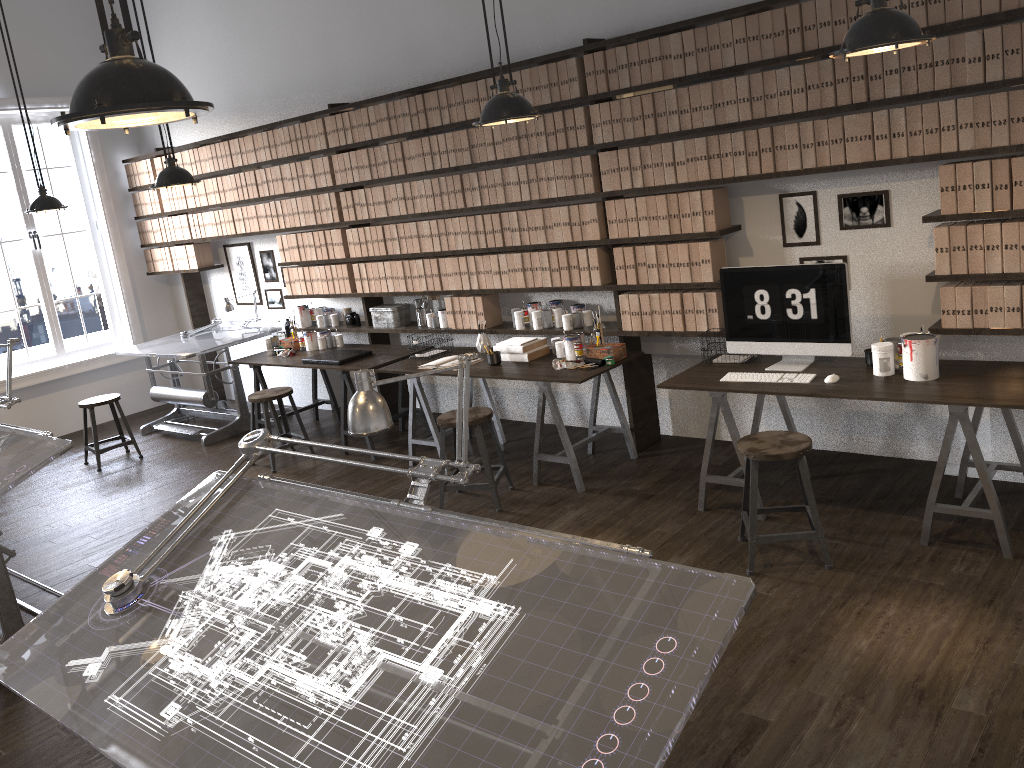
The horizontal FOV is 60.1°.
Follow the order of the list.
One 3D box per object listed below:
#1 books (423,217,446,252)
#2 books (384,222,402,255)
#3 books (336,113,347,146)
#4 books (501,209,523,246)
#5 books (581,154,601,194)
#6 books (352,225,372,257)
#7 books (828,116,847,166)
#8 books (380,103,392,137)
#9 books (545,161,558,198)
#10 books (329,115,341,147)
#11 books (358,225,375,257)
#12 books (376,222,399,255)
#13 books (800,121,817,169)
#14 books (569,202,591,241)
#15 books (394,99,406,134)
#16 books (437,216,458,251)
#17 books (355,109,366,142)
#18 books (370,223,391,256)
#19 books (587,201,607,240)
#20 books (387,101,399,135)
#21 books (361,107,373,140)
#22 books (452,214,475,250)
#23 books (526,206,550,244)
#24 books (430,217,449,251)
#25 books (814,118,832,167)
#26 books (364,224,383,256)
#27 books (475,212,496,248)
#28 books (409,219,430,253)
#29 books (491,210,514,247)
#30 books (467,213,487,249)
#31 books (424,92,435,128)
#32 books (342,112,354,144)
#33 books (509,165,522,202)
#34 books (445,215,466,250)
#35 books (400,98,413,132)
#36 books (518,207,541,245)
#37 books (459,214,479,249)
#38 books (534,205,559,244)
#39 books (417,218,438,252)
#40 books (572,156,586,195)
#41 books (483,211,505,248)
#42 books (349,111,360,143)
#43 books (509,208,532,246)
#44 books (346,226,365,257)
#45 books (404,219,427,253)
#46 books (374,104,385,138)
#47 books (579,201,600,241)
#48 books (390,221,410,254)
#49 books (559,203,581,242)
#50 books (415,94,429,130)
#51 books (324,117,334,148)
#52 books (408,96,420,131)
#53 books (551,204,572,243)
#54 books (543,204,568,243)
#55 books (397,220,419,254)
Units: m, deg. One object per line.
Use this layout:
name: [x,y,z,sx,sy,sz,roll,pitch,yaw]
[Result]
books: [-0.523,-1.036,6.177,0.067,0.223,0.176,1,15,41]
books: [-0.832,-1.056,6.446,0.067,0.223,0.176,1,15,41]
books: [-1.187,-1.868,6.490,0.067,0.223,0.176,1,15,41]
books: [0.022,-1.004,5.714,0.067,0.223,0.176,1,15,41]
books: [0.498,-1.239,5.221,0.067,0.223,0.176,1,15,41]
books: [-1.102,-1.071,6.669,0.067,0.223,0.176,1,15,41]
books: [1.599,-1.177,4.276,0.067,0.223,0.176,1,15,41]
books: [-0.819,-1.845,6.175,0.067,0.224,0.176,1,15,41]
books: [0.290,-1.251,5.396,0.067,0.223,0.176,1,15,41]
books: [-1.242,-1.871,6.537,0.067,0.224,0.176,1,15,41]
books: [-1.048,-1.067,6.622,0.067,0.224,0.176,1,15,41]
books: [-0.893,-1.058,6.491,0.067,0.224,0.176,1,15,41]
books: [1.491,-1.183,4.365,0.067,0.223,0.176,1,15,41]
books: [0.436,-0.978,5.358,0.067,0.223,0.176,1,15,41]
books: [-0.711,-1.841,6.090,0.067,0.223,0.176,1,15,41]
books: [-0.413,-1.030,6.086,0.067,0.223,0.176,1,15,41]
books: [-1.023,-1.859,6.356,0.067,0.223,0.176,1,15,41]
books: [-0.945,-1.063,6.544,0.067,0.223,0.176,1,15,41]
books: [0.536,-0.970,5.266,0.067,0.224,0.176,1,15,41]
books: [-0.764,-1.844,6.136,0.067,0.223,0.176,1,15,41]
books: [-0.972,-1.855,6.308,0.067,0.224,0.176,1,15,41]
books: [-0.309,-1.023,5.994,0.067,0.223,0.176,1,15,41]
books: [0.183,-0.994,5.575,0.067,0.223,0.176,1,15,41]
books: [-0.469,-1.032,6.129,0.067,0.224,0.176,1,15,41]
books: [1.547,-1.181,4.323,0.067,0.223,0.176,1,15,41]
books: [-0.997,-1.066,6.584,0.067,0.223,0.176,1,15,41]
books: [-0.150,-1.014,5.859,0.067,0.223,0.176,1,15,41]
books: [-0.624,-1.041,6.259,0.067,0.224,0.176,1,15,41]
books: [-0.038,-1.006,5.759,0.067,0.224,0.176,1,15,41]
books: [-0.201,-1.015,5.897,0.067,0.224,0.176,1,15,41]
books: [-0.489,-1.827,5.901,0.067,0.223,0.176,1,15,41]
books: [-1.130,-1.865,6.446,0.067,0.223,0.176,1,15,41]
books: [0.076,-1.264,5.580,0.067,0.223,0.176,1,15,41]
books: [-0.359,-1.027,6.042,0.067,0.223,0.176,1,15,41]
books: [-0.659,-1.836,6.041,0.067,0.223,0.176,1,15,41]
books: [0.130,-0.997,5.622,0.067,0.223,0.176,1,15,41]
books: [-0.256,-1.019,5.944,0.067,0.223,0.176,1,15,41]
books: [0.231,-0.989,5.527,0.067,0.224,0.176,1,15,41]
books: [-0.570,-1.040,6.219,0.067,0.223,0.176,1,15,41]
books: [0.444,-1.242,5.266,0.067,0.223,0.176,1,15,41]
books: [-0.091,-1.011,5.811,0.067,0.223,0.176,1,15,41]
books: [-1.075,-1.863,6.403,0.067,0.223,0.176,1,15,41]
books: [0.073,-0.999,5.665,0.067,0.223,0.176,1,15,41]
books: [-1.155,-1.075,6.719,0.067,0.223,0.176,1,15,41]
books: [-0.671,-1.046,6.308,0.067,0.223,0.176,1,15,41]
books: [-0.867,-1.850,6.222,0.067,0.223,0.176,1,15,41]
books: [0.491,-0.975,5.314,0.067,0.223,0.176,1,15,41]
books: [-0.781,-1.052,6.397,0.067,0.223,0.176,1,15,41]
books: [0.380,-0.980,5.400,0.067,0.224,0.176,1,15,41]
books: [-0.549,-1.829,5.945,0.067,0.224,0.176,1,15,41]
books: [-1.288,-1.875,6.582,0.067,0.223,0.176,1,15,41]
books: [-0.602,-1.834,5.998,0.067,0.223,0.176,1,15,41]
books: [0.331,-0.984,5.445,0.067,0.223,0.176,1,15,41]
books: [0.284,-0.987,5.487,0.067,0.223,0.176,1,15,41]
books: [-0.725,-1.049,6.354,0.067,0.223,0.176,1,15,41]
